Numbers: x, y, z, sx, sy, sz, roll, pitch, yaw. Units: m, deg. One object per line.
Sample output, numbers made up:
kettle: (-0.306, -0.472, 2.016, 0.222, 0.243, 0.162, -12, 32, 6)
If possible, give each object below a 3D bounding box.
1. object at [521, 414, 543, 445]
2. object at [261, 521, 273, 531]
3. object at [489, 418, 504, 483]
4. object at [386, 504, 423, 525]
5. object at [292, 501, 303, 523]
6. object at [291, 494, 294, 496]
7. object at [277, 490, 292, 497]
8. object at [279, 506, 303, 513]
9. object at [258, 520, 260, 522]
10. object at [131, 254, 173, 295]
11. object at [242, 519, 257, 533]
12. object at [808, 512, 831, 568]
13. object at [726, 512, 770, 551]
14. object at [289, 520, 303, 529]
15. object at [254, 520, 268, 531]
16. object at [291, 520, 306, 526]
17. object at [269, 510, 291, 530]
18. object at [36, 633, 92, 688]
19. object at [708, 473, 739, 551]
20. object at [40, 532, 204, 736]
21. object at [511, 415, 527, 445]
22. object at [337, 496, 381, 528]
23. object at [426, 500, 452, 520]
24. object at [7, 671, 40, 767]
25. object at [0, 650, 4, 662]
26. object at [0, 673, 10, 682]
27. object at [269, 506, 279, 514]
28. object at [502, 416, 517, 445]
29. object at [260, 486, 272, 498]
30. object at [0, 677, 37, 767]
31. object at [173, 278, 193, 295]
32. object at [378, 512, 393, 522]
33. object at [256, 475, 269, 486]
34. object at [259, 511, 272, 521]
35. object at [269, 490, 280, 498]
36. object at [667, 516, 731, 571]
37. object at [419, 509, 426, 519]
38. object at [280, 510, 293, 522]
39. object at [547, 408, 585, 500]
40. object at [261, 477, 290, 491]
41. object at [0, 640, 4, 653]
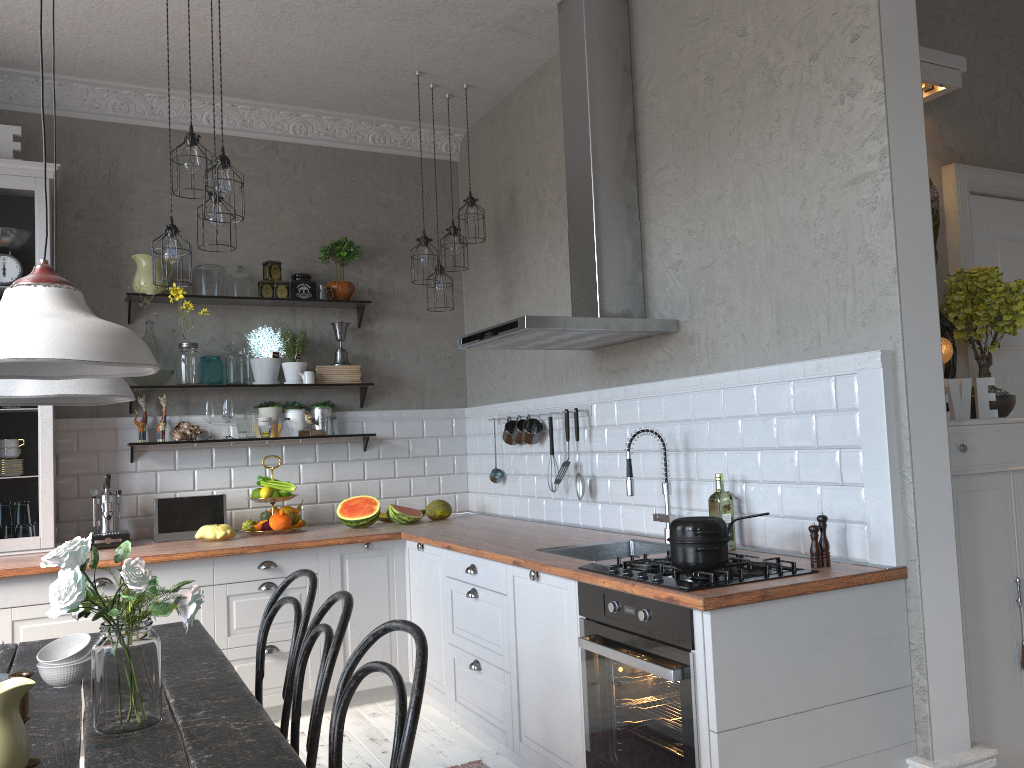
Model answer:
object: (0.107, 0.239, 4.682, 0.109, 0.161, 0.136, -2, -4, -9)
object: (-1.348, 0.773, 4.789, 0.071, 0.076, 0.224, 1, -5, -44)
object: (-0.095, 0.386, 5.137, 0.078, 0.378, 0.081, -1, -4, -27)
object: (-0.586, 0.723, 4.942, 0.229, 0.127, 0.145, 1, -5, -44)
object: (-1.193, 0.704, 4.893, 0.061, 0.120, 0.125, -2, -4, -2)
object: (-1.227, 0.607, 4.877, 0.053, 0.050, 0.048, -1, -4, -17)
object: (-1.251, 0.608, 4.831, 0.098, 0.062, 0.077, -5, -5, 36)
object: (-1.222, 0.699, 4.887, 0.129, 0.056, 0.058, 0, -4, -35)
object: (-1.340, 0.779, 4.887, 0.234, 0.048, 0.062, -5, -5, 35)
object: (-1.935, -0.577, 4.759, 0.192, 0.216, 0.171, -2, -4, -13)
object: (-1.407, 0.763, 4.782, 0.076, 0.072, 0.152, -3, -4, 3)
object: (0.958, 0.486, 2.763, 0.074, 0.166, 0.035, -1, -4, -27)
object: (0.705, 0.498, 2.976, 0.302, 0.134, 0.175, -3, -4, 7)
object: (-1.180, 0.766, 4.813, 0.088, 0.051, 0.069, -4, -4, 21)
object: (-1.355, 0.763, 4.769, 0.085, 0.057, 0.088, -3, -4, 5)
object: (-1.248, 0.767, 4.914, 0.215, 0.044, 0.054, -3, -4, 10)
object: (-1.234, 0.728, 4.715, 0.109, 0.110, 0.115, -5, -4, 31)
object: (-1.129, 0.701, 2.236, 0.126, 0.119, 0.126, -2, -4, -11)
object: (0.785, 0.471, 3.264, 0.091, 0.282, 0.080, -1, -4, -26)
object: (-0.813, 0.513, 1.865, 0.317, 0.414, 0.247, -1, -4, -28)
object: (0.061, 0.249, 4.798, 0.110, 0.161, 0.134, -1, -4, -25)
object: (-0.842, 0.706, 4.868, 0.237, 0.174, 0.216, -2, -4, -5)
object: (-0.427, 0.733, 5.162, 0.130, 0.119, 0.207, -4, -4, 26)
object: (-0.922, 0.630, 1.665, 0.060, 0.167, 0.059, -2, -4, -13)
object: (-1.308, 0.693, 2.097, 0.183, 0.094, 0.176, 0, -5, -36)
object: (-1.306, 0.728, 2.095, 0.238, 0.027, 0.236, -2, -4, -4)
object: (-1.309, 0.721, 4.887, 0.087, 0.093, 0.085, 0, -4, -31)
object: (0.006, 0.259, 4.911, 0.109, 0.161, 0.135, -2, -4, -14)
object: (-1.319, 0.581, 4.744, 0.059, 0.069, 0.078, -2, -4, -7)
object: (-0.937, 0.622, 1.566, 0.133, 0.170, 0.152, -4, -4, 25)
object: (-1.813, -0.521, 4.881, 0.105, 0.111, 0.101, -1, -4, -27)
object: (-0.719, 0.774, 5.170, 0.202, 0.067, 0.101, -1, -4, -21)
object: (-1.345, 0.521, 4.789, 0.050, 0.058, 0.074, -6, -5, 40)
object: (-1.340, 0.732, 4.878, 0.079, 0.076, 0.154, -3, -4, 0)
object: (-1.287, 0.605, 4.775, 0.064, 0.061, 0.065, -1, -4, -27)
object: (0.559, 0.475, 2.649, 0.189, 0.147, 0.194, -6, -5, 43)
object: (-0.570, 0.762, 5.140, 0.118, 0.073, 0.203, -4, -4, 27)
object: (-1.231, 0.722, 4.800, 0.089, 0.078, 0.087, -3, -4, 0)
object: (0.250, 0.344, 4.337, 0.082, 0.443, 0.323, -1, -4, -26)
object: (-1.286, 0.556, 4.887, 0.182, 0.096, 0.088, -2, -4, -7)
object: (-1.308, 0.673, 2.099, 0.183, 0.094, 0.176, 0, -5, -36)
